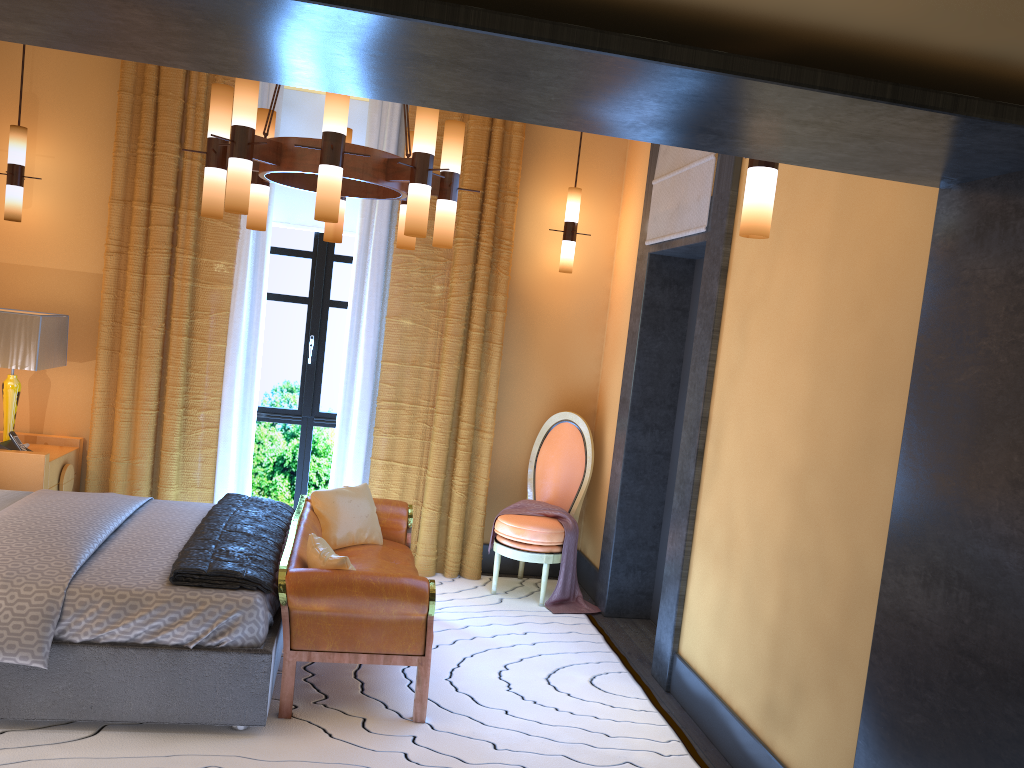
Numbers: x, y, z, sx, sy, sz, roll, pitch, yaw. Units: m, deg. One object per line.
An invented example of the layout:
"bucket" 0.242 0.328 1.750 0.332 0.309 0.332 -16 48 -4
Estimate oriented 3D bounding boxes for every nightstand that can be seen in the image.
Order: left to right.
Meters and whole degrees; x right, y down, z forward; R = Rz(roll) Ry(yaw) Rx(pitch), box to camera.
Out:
"nightstand" -2.922 0.663 5.055 0.720 0.691 0.679 6 4 -10

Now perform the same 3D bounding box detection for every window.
"window" -1.291 -0.365 5.846 1.200 3.005 0.130 6 5 -10

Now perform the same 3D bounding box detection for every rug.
"rug" -1.155 1.271 3.957 3.703 0.016 3.381 6 3 -10

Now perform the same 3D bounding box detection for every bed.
"bed" -2.040 0.711 3.923 2.107 0.826 1.885 6 4 -11

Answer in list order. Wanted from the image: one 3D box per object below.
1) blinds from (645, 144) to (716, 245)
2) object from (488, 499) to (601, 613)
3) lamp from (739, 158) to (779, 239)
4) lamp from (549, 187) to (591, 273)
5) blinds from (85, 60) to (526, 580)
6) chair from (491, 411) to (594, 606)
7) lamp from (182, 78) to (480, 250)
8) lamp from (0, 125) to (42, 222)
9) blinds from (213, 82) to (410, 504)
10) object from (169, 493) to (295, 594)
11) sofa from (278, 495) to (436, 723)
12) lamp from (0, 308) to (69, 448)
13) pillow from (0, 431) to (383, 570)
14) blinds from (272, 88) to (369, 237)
"blinds" 0.951 -1.550 4.642 0.042 1.579 0.893 6 4 -10
"object" 0.218 1.038 5.485 0.801 0.573 0.429 9 5 37
"lamp" 0.750 -0.702 2.619 0.199 0.533 0.199 9 5 34
"lamp" 0.371 -0.974 5.635 0.199 0.533 0.199 9 5 34
"blinds" -1.173 -0.897 5.403 2.451 4.153 0.134 6 5 -10
"chair" 0.187 0.750 5.556 0.499 1.149 0.632 8 5 23
"lamp" -0.649 -1.714 3.660 1.140 2.172 1.140 7 4 12
"lamp" -2.827 -1.196 5.051 0.199 0.533 0.199 9 5 34
"blinds" -1.228 -0.885 5.479 2.051 4.082 0.236 5 5 -13
"object" -1.236 0.689 4.057 0.405 0.105 1.458 6 3 -11
"sofa" -0.749 0.978 4.253 0.650 0.641 1.612 6 4 -10
"lamp" -2.781 -0.006 4.920 0.424 0.804 0.504 6 4 -10
"pillow" -1.467 0.616 4.634 2.624 0.407 1.147 8 4 31
"blinds" -1.170 -1.419 5.751 1.200 0.874 0.013 6 5 -10
